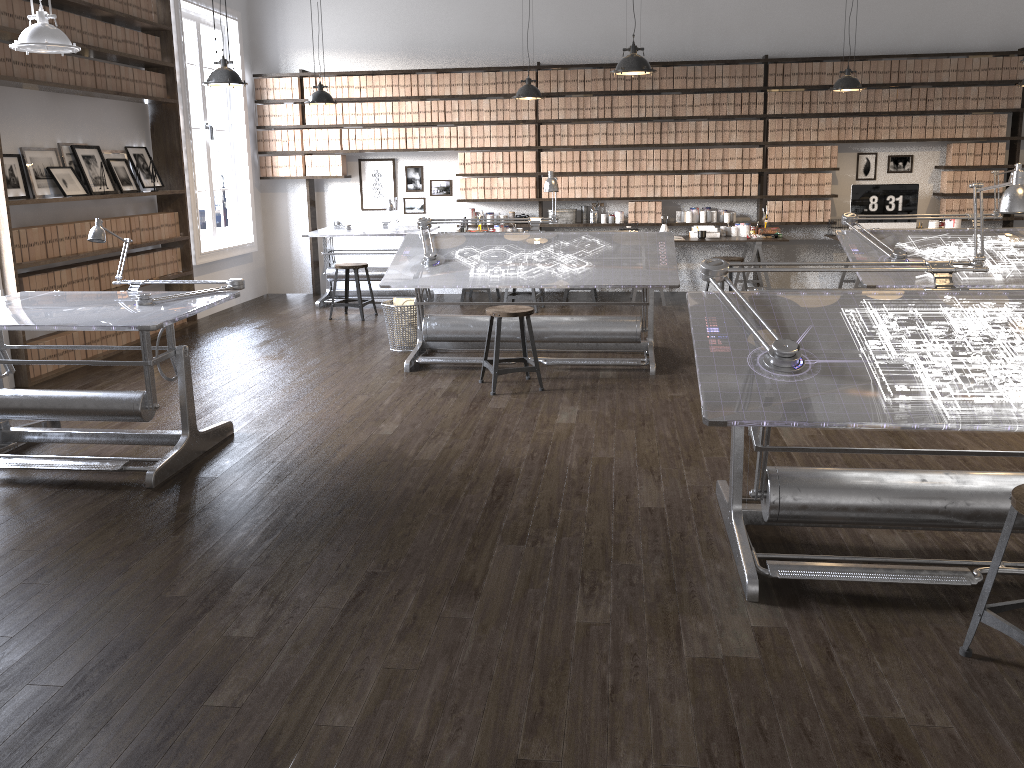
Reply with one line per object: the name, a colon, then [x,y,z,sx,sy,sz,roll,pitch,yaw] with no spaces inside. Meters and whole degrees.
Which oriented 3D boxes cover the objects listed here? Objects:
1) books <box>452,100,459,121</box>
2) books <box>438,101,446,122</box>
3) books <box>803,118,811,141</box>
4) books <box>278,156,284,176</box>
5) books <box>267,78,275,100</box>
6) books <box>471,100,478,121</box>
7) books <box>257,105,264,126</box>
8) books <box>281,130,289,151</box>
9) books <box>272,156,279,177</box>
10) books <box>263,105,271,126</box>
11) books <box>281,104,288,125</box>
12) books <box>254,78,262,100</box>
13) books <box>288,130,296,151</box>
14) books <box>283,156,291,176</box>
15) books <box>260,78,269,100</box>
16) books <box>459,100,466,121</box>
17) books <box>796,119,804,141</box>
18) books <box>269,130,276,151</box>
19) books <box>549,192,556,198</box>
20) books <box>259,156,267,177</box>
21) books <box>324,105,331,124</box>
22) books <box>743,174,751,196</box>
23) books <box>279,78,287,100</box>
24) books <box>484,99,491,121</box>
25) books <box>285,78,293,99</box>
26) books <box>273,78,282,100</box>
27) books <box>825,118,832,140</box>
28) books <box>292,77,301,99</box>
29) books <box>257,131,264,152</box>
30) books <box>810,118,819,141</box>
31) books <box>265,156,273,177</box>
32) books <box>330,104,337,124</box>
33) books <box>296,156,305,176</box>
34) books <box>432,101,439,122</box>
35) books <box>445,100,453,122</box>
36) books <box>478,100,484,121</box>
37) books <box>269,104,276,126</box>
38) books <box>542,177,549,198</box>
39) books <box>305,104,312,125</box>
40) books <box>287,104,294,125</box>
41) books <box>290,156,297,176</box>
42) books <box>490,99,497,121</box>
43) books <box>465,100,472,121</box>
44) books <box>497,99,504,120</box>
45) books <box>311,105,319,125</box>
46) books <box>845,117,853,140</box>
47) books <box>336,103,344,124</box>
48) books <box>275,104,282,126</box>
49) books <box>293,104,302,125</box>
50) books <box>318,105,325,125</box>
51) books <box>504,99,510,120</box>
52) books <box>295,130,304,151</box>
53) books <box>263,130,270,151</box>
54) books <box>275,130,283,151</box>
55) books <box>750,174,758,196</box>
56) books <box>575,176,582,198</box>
books: [-0.593,-2.922,9.502,0.067,0.223,0.176,0,12,7]
books: [-0.738,-2.924,9.518,0.067,0.223,0.176,0,12,7]
books: [3.024,-2.615,9.117,0.067,0.223,0.176,0,12,7]
books: [-2.533,-2.419,9.846,0.067,0.223,0.176,0,12,7]
books: [-2.612,-3.224,9.694,0.067,0.223,0.176,0,12,7]
books: [-0.386,-2.919,9.475,0.067,0.223,0.176,0,12,7]
books: [-2.742,-2.957,9.765,0.067,0.223,0.176,0,12,7]
books: [-2.477,-2.688,9.787,0.067,0.223,0.176,0,12,7]
books: [-2.598,-2.420,9.856,0.067,0.223,0.176,0,12,7]
books: [-2.672,-2.955,9.753,0.067,0.223,0.176,0,12,7]
books: [-2.472,-2.952,9.727,0.067,0.223,0.176,0,12,7]
books: [-2.756,-3.225,9.708,0.067,0.223,0.176,0,12,7]
books: [-2.404,-2.685,9.773,0.067,0.223,0.176,0,12,7]
books: [-2.471,-2.417,9.834,0.067,0.223,0.176,0,12,7]
books: [-2.684,-3.224,9.699,0.067,0.223,0.176,0,12,7]
books: [-0.522,-2.922,9.497,0.067,0.223,0.176,0,12,7]
books: [2.955,-2.616,9.127,0.067,0.223,0.176,0,12,7]
books: [-2.618,-2.689,9.804,0.067,0.223,0.176,0,12,7]
books: [0.438,-2.117,9.536,0.067,0.223,0.176,0,12,7]
books: [-2.746,-2.422,9.874,0.067,0.223,0.176,0,12,7]
books: [-1.993,-2.941,9.674,0.067,0.223,0.176,0,12,7]
books: [2.454,-2.090,9.289,0.067,0.223,0.176,0,12,7]
books: [-2.473,-3.222,9.679,0.067,0.223,0.176,0,12,7]
books: [-0.256,-2.918,9.462,0.067,0.223,0.176,0,12,7]
books: [-2.404,-3.220,9.666,0.067,0.223,0.176,0,12,7]
books: [-2.542,-3.224,9.689,0.067,0.223,0.176,0,12,7]
books: [3.228,-2.612,9.092,0.067,0.223,0.176,0,12,7]
books: [-2.332,-3.220,9.659,0.067,0.223,0.176,0,12,7]
books: [-2.756,-2.690,9.815,0.067,0.223,0.176,0,12,7]
books: [3.094,-2.613,9.105,0.067,0.223,0.176,0,12,7]
books: [-2.672,-2.420,9.859,0.067,0.223,0.176,0,12,7]
books: [-1.928,-2.941,9.669,0.067,0.223,0.176,0,12,7]
books: [-2.327,-2.416,9.820,0.067,0.223,0.176,0,12,7]
books: [-0.811,-2.926,9.533,0.067,0.223,0.176,0,12,7]
books: [-0.663,-2.924,9.515,0.067,0.223,0.176,0,12,7]
books: [-0.319,-2.919,9.471,0.067,0.223,0.176,0,12,7]
books: [-2.600,-2.954,9.746,0.067,0.223,0.176,0,12,7]
books: [0.366,-2.117,9.541,0.067,0.223,0.176,0,12,7]
books: [-2.200,-2.943,9.698,0.067,0.223,0.176,0,12,7]
books: [-2.404,-2.952,9.725,0.067,0.223,0.176,0,12,7]
books: [-2.399,-2.416,9.825,0.067,0.223,0.176,0,12,7]
books: [-0.185,-2.917,9.451,0.067,0.223,0.176,0,12,7]
books: [-0.452,-2.921,9.488,0.067,0.223,0.176,0,12,7]
books: [-0.115,-2.917,9.447,0.067,0.223,0.176,0,12,7]
books: [-2.128,-2.942,9.686,0.067,0.223,0.176,0,12,7]
books: [3.432,-2.610,9.068,0.067,0.223,0.176,0,12,7]
books: [-1.855,-2.938,9.654,0.067,0.223,0.176,0,12,7]
books: [-2.537,-2.954,9.740,0.067,0.223,0.176,0,12,7]
books: [-2.334,-2.951,9.716,0.067,0.223,0.176,0,12,7]
books: [-2.057,-2.941,9.677,0.067,0.223,0.176,0,12,7]
books: [-0.045,-2.916,9.440,0.067,0.223,0.176,0,12,7]
books: [-2.329,-2.686,9.769,0.067,0.223,0.176,0,12,7]
books: [-2.689,-2.690,9.813,0.067,0.223,0.176,0,12,7]
books: [-2.549,-2.688,9.791,0.067,0.223,0.176,0,12,7]
books: [2.532,-2.089,9.281,0.067,0.223,0.176,0,12,7]
books: [0.718,-2.113,9.502,0.067,0.223,0.176,0,12,7]
